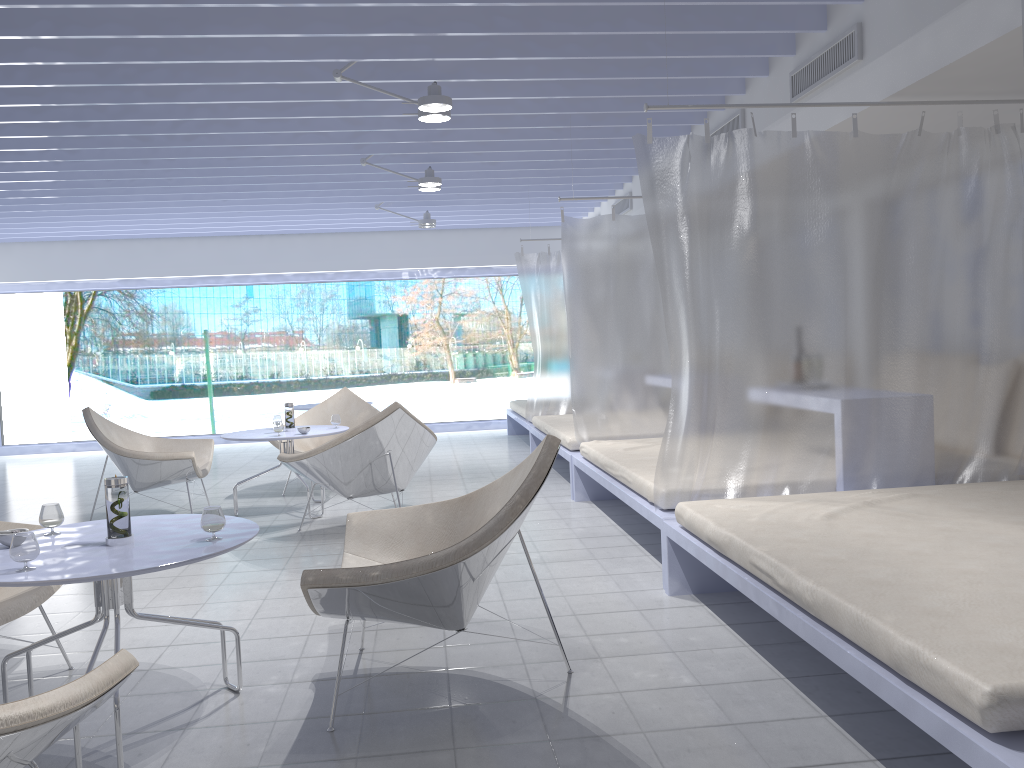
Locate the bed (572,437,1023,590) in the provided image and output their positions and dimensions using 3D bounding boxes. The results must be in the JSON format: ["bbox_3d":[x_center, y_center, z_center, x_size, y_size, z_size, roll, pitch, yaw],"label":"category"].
[{"bbox_3d":[1.516,0.551,4.836,2.022,0.422,2.200,-3,3,-6],"label":"bed"}]

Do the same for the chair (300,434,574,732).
[{"bbox_3d":[-0.197,0.550,2.777,0.753,0.759,0.906,-3,3,-2],"label":"chair"}]

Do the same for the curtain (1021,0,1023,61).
[{"bbox_3d":[1.798,-0.186,1.493,1.998,1.559,0.125,-3,3,-7],"label":"curtain"}]

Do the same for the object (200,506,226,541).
[{"bbox_3d":[-0.838,0.390,2.487,0.068,0.091,0.068,-3,3,-16],"label":"object"}]

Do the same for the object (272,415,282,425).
[{"bbox_3d":[-1.612,0.261,6.090,0.068,0.091,0.068,-2,3,17],"label":"object"}]

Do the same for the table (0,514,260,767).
[{"bbox_3d":[-1.131,0.715,2.524,0.825,0.534,0.823,-4,3,-29],"label":"table"}]

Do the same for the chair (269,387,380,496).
[{"bbox_3d":[-1.356,0.416,6.852,0.906,0.759,0.753,-2,3,5],"label":"chair"}]

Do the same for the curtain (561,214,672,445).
[{"bbox_3d":[1.338,-0.364,5.884,1.998,1.559,0.125,-3,3,-7],"label":"curtain"}]

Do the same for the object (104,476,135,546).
[{"bbox_3d":[-1.106,0.355,2.489,0.075,0.185,0.075,-5,4,-43],"label":"object"}]

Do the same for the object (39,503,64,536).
[{"bbox_3d":[-1.382,0.406,2.662,0.068,0.091,0.068,-3,3,-16],"label":"object"}]

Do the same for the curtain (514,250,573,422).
[{"bbox_3d":[1.066,-0.473,8.084,2.050,1.552,0.151,-3,3,-6],"label":"curtain"}]

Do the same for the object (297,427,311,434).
[{"bbox_3d":[-1.312,0.295,5.598,0.082,0.043,0.082,-4,3,-38],"label":"object"}]

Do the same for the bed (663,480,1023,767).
[{"bbox_3d":[1.730,0.639,2.639,2.016,0.427,2.200,-3,3,-6],"label":"bed"}]

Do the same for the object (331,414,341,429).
[{"bbox_3d":[-1.176,0.250,5.923,0.068,0.091,0.068,-3,3,-13],"label":"object"}]

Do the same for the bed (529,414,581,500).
[{"bbox_3d":[1.270,0.460,7.027,2.016,0.427,2.200,-3,3,-6],"label":"bed"}]

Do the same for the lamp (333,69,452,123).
[{"bbox_3d":[-0.605,-1.481,4.505,0.587,0.218,0.380,-3,3,-6],"label":"lamp"}]

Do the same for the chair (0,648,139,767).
[{"bbox_3d":[-1.227,0.653,1.485,0.906,0.759,0.753,-2,3,9],"label":"chair"}]

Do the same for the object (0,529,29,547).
[{"bbox_3d":[-1.412,0.439,2.510,0.082,0.043,0.082,-3,3,-4],"label":"object"}]

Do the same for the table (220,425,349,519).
[{"bbox_3d":[-1.479,0.580,5.854,0.825,0.534,0.823,-3,3,-15],"label":"table"}]

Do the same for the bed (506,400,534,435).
[{"bbox_3d":[1.056,0.373,9.225,2.022,0.422,2.200,-3,3,-6],"label":"bed"}]

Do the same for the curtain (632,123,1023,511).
[{"bbox_3d":[1.526,-0.294,3.694,2.050,1.552,0.151,-3,3,-6],"label":"curtain"}]

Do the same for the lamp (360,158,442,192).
[{"bbox_3d":[-0.823,-1.565,6.581,0.587,0.218,0.380,-3,3,-6],"label":"lamp"}]

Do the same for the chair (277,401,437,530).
[{"bbox_3d":[-0.811,0.469,5.149,0.906,0.759,0.753,-4,3,-36],"label":"chair"}]

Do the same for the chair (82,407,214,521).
[{"bbox_3d":[-2.397,0.508,5.800,0.753,0.759,0.906,-3,3,-10],"label":"chair"}]

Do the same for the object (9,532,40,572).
[{"bbox_3d":[-1.217,0.419,2.215,0.068,0.091,0.068,-3,3,-16],"label":"object"}]

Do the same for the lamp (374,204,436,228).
[{"bbox_3d":[-1.043,-1.651,8.678,0.587,0.218,0.380,-3,3,-6],"label":"lamp"}]

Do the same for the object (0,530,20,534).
[{"bbox_3d":[-1.445,0.420,2.511,0.098,0.016,0.012,-3,3,-6],"label":"object"}]

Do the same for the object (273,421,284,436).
[{"bbox_3d":[-1.458,0.279,5.540,0.068,0.091,0.068,-1,3,23],"label":"object"}]

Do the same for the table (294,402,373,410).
[{"bbox_3d":[-1.744,0.469,8.563,0.825,0.534,0.823,0,3,41],"label":"table"}]

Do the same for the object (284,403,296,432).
[{"bbox_3d":[-1.471,0.217,5.864,0.075,0.189,0.075,-3,3,-14],"label":"object"}]

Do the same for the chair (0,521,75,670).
[{"bbox_3d":[-1.917,0.625,2.766,0.753,0.759,0.906,-2,3,12],"label":"chair"}]
